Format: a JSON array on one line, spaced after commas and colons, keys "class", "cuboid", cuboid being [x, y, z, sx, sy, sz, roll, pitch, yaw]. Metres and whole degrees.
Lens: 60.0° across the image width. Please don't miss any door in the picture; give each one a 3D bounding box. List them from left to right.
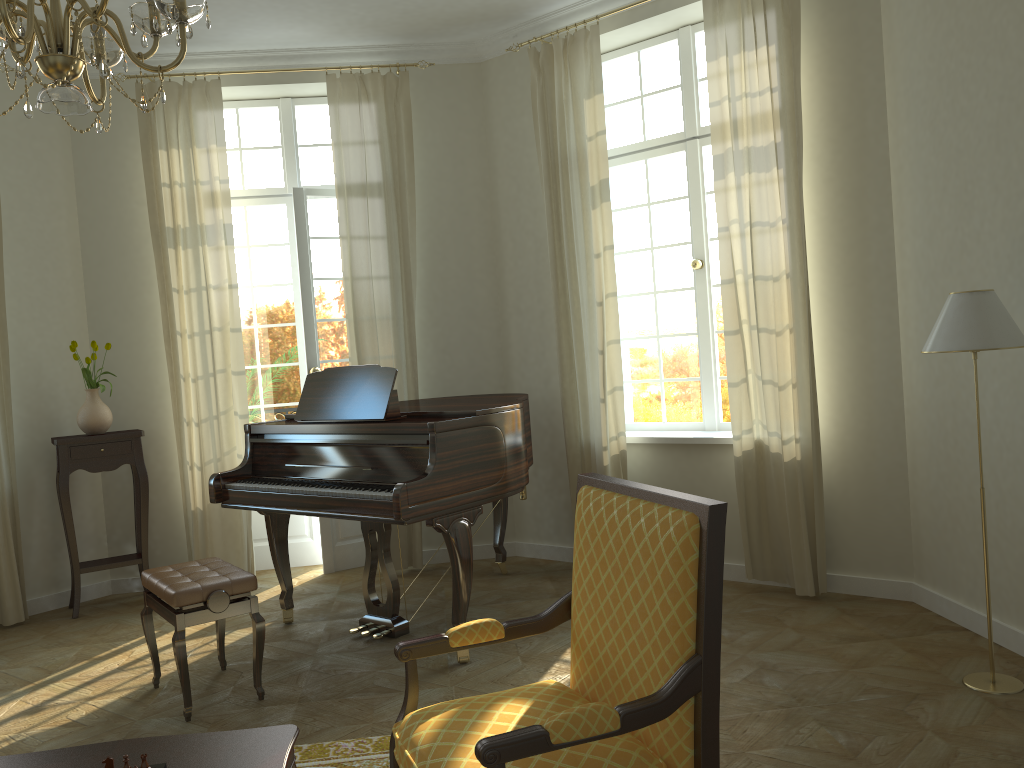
[{"class": "door", "cuboid": [-1.463, -0.013, 6.288, 1.385, 2.690, 0.425, -4, 2, -5]}]

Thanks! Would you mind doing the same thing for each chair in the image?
[{"class": "chair", "cuboid": [-1.409, 1.129, 4.029, 0.385, 0.563, 0.638, -6, 2, -35]}, {"class": "chair", "cuboid": [0.076, 0.820, 2.120, 0.671, 1.083, 0.730, -5, 2, -21]}]

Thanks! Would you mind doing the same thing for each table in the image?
[{"class": "table", "cuboid": [-0.950, 1.203, 1.912, 0.922, 0.494, 0.932, -4, 2, -4]}, {"class": "table", "cuboid": [-2.632, 0.879, 5.739, 0.522, 1.114, 0.344, -5, 2, -30]}]

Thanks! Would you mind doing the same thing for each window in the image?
[{"class": "window", "cuboid": [-1.607, -1.717, 6.413, 1.380, 0.680, 0.055, -4, 2, -5]}, {"class": "window", "cuboid": [1.170, -0.964, 5.573, 1.400, 2.550, 0.181, -3, 3, 40]}]

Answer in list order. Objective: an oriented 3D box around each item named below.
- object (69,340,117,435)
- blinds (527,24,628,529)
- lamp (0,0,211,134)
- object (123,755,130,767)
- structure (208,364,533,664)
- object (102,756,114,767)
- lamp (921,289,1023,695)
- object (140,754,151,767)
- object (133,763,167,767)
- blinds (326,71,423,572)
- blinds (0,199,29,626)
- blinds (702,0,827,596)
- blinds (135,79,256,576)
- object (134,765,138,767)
[{"class": "object", "cuboid": [-2.696, 0.021, 5.705, 0.242, 0.609, 0.264, -4, 2, 19]}, {"class": "blinds", "cuboid": [0.421, -0.497, 5.601, 0.554, 3.384, 0.162, -2, 3, 45]}, {"class": "lamp", "cuboid": [-1.189, -1.419, 2.228, 0.661, 1.466, 0.662, -6, 2, -36]}, {"class": "object", "cuboid": [-0.911, 0.901, 2.095, 0.030, 0.050, 0.030, -2, 3, 42]}, {"class": "structure", "cuboid": [-0.465, 0.585, 5.027, 1.514, 1.439, 1.856, -3, 3, 40]}, {"class": "object", "cuboid": [-0.950, 0.903, 2.087, 0.030, 0.052, 0.030, -2, 3, 42]}, {"class": "lamp", "cuboid": [1.844, 0.412, 3.476, 0.380, 1.552, 0.380, -5, 2, -10]}, {"class": "object", "cuboid": [-0.871, 0.901, 2.102, 0.030, 0.044, 0.030, -2, 3, 42]}, {"class": "object", "cuboid": [-0.981, 0.946, 1.940, 0.360, 0.021, 0.360, -5, 2, -10]}, {"class": "blinds", "cuboid": [-0.847, -0.417, 6.009, 0.554, 3.386, 0.162, -5, 2, -11]}, {"class": "blinds", "cuboid": [-3.270, -0.213, 5.297, 0.159, 3.381, 0.552, -2, 3, 43]}, {"class": "blinds", "cuboid": [1.410, -0.542, 4.846, 0.552, 3.381, 0.159, -2, 3, 43]}, {"class": "blinds", "cuboid": [-2.086, -0.320, 5.942, 0.552, 3.386, 0.159, -4, 2, -8]}, {"class": "object", "cuboid": [-0.857, 0.897, 2.023, 0.030, 0.055, 0.030, -2, 3, 42]}]
